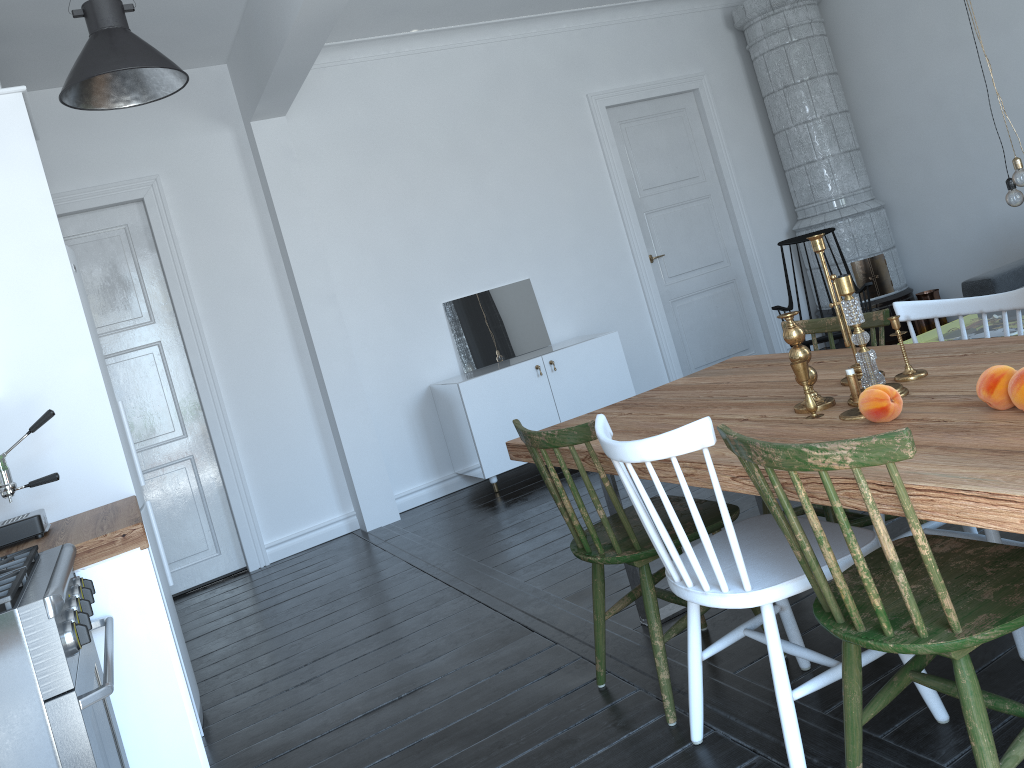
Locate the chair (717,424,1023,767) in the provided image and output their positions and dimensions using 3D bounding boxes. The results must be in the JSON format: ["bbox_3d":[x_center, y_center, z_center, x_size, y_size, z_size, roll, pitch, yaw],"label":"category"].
[{"bbox_3d":[0.791,0.419,1.667,0.492,0.827,0.462,-17,1,-26],"label":"chair"}]

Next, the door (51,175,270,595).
[{"bbox_3d":[-2.290,0.064,5.196,1.055,2.475,0.114,-16,0,-25],"label":"door"}]

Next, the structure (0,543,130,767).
[{"bbox_3d":[-1.178,0.866,1.854,0.731,1.019,0.693,-17,2,-24],"label":"structure"}]

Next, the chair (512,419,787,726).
[{"bbox_3d":[0.376,0.444,2.538,0.492,0.827,0.462,-17,1,-26],"label":"chair"}]

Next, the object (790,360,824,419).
[{"bbox_3d":[0.708,0.014,2.114,0.050,0.139,0.048,-16,0,-24],"label":"object"}]

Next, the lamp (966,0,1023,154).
[{"bbox_3d":[2.140,-1.454,3.885,0.089,1.497,0.074,-16,-1,-1],"label":"lamp"}]

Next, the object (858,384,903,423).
[{"bbox_3d":[0.796,0.042,1.904,0.085,0.084,0.089,-17,3,-12],"label":"object"}]

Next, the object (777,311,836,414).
[{"bbox_3d":[0.725,-0.057,2.204,0.100,0.247,0.101,-16,0,-1],"label":"object"}]

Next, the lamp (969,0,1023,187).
[{"bbox_3d":[2.062,-1.594,3.908,0.073,1.497,0.075,-16,-1,22],"label":"lamp"}]

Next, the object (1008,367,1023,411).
[{"bbox_3d":[0.987,0.009,1.663,0.085,0.090,0.086,-18,3,-34],"label":"object"}]

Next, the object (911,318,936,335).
[{"bbox_3d":[3.147,-0.491,6.751,0.174,0.199,0.172,-18,3,-34],"label":"object"}]

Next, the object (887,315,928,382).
[{"bbox_3d":[0.989,-0.093,2.231,0.079,0.160,0.081,-16,1,23],"label":"object"}]

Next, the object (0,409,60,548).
[{"bbox_3d":[-1.559,0.306,2.722,0.358,0.370,0.203,-17,1,-25],"label":"object"}]

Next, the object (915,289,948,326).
[{"bbox_3d":[3.275,-0.583,6.865,0.178,0.281,0.171,-17,1,-24],"label":"object"}]

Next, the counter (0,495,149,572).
[{"bbox_3d":[-1.047,0.521,1.514,0.857,0.073,3.074,-19,7,-24],"label":"counter"}]

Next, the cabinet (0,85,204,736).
[{"bbox_3d":[-1.302,0.204,1.798,0.788,2.366,3.764,-16,4,-20],"label":"cabinet"}]

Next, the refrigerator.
[{"bbox_3d":[-1.715,0.461,3.252,0.690,1.802,0.569,-16,0,-25],"label":"refrigerator"}]

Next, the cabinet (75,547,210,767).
[{"bbox_3d":[-0.981,0.955,1.491,0.735,0.812,3.170,-17,6,-16],"label":"cabinet"}]

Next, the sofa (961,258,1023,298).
[{"bbox_3d":[3.695,-0.681,4.553,1.098,0.722,2.353,-18,6,-24],"label":"sofa"}]

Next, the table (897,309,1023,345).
[{"bbox_3d":[2.541,-0.111,3.927,0.608,0.398,1.389,-18,6,-24],"label":"table"}]

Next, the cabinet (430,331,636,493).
[{"bbox_3d":[0.189,0.174,5.919,1.216,0.735,0.584,-18,3,-25],"label":"cabinet"}]

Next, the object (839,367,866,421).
[{"bbox_3d":[0.786,0.016,2.012,0.104,0.114,0.101,-18,3,-39],"label":"object"}]

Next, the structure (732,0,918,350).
[{"bbox_3d":[2.468,-1.719,6.966,0.770,2.890,1.284,-16,0,21],"label":"structure"}]

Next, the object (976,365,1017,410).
[{"bbox_3d":[0.969,0.007,1.745,0.091,0.088,0.083,-16,3,2],"label":"object"}]

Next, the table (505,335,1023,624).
[{"bbox_3d":[0.972,0.368,2.173,1.031,0.715,2.208,-18,6,-24],"label":"table"}]

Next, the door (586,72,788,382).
[{"bbox_3d":[1.406,-1.201,7.018,1.184,2.475,0.114,-16,0,-25],"label":"door"}]

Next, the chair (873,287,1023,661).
[{"bbox_3d":[1.250,0.194,2.436,0.516,0.842,0.461,-17,1,-24],"label":"chair"}]

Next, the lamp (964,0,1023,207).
[{"bbox_3d":[2.068,-1.517,3.970,0.073,1.497,0.087,-16,-1,27],"label":"lamp"}]

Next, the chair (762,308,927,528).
[{"bbox_3d":[1.024,0.222,2.856,0.492,0.827,0.462,-17,1,-26],"label":"chair"}]

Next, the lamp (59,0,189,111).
[{"bbox_3d":[-1.336,-1.369,2.756,0.389,0.940,0.382,-16,0,-16],"label":"lamp"}]

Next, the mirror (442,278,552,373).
[{"bbox_3d":[-0.099,-0.417,6.181,0.705,0.503,0.053,-18,0,-25],"label":"mirror"}]

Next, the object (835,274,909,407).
[{"bbox_3d":[0.838,-0.113,2.118,0.139,0.311,0.141,-16,1,18],"label":"object"}]

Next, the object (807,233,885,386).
[{"bbox_3d":[0.886,-0.206,2.367,0.112,0.411,0.115,-16,0,28],"label":"object"}]

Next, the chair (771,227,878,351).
[{"bbox_3d":[2.028,-0.468,5.677,0.606,1.004,0.918,-16,2,21],"label":"chair"}]

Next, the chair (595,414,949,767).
[{"bbox_3d":[0.560,0.432,2.087,0.516,0.842,0.461,-17,1,-24],"label":"chair"}]
